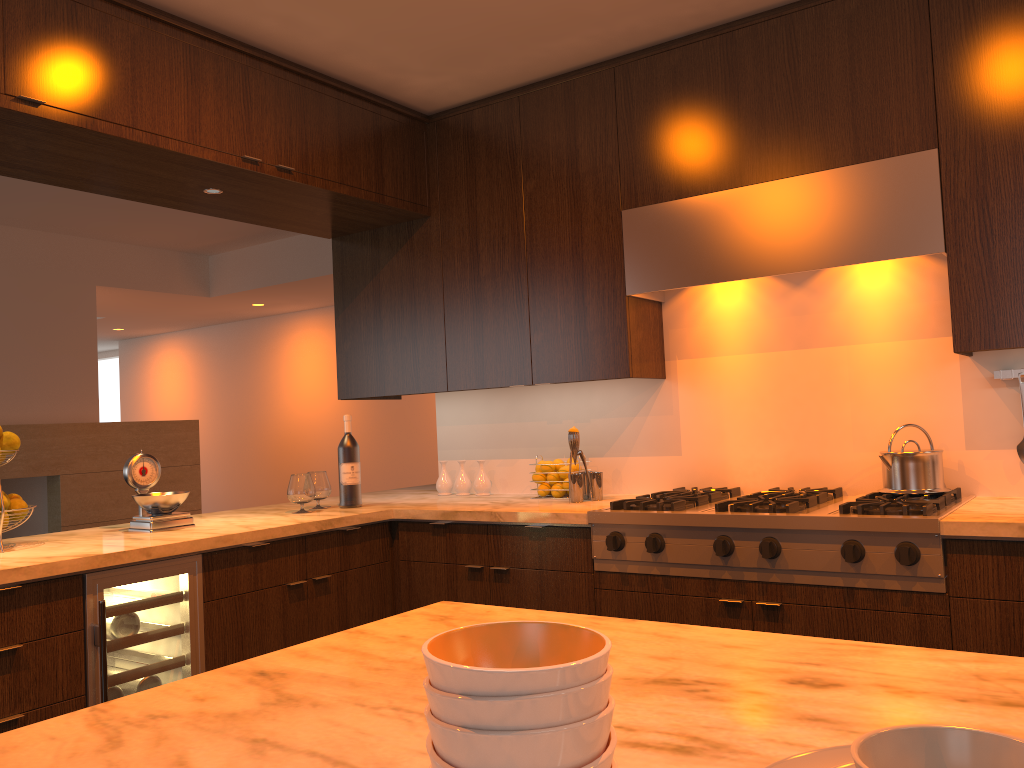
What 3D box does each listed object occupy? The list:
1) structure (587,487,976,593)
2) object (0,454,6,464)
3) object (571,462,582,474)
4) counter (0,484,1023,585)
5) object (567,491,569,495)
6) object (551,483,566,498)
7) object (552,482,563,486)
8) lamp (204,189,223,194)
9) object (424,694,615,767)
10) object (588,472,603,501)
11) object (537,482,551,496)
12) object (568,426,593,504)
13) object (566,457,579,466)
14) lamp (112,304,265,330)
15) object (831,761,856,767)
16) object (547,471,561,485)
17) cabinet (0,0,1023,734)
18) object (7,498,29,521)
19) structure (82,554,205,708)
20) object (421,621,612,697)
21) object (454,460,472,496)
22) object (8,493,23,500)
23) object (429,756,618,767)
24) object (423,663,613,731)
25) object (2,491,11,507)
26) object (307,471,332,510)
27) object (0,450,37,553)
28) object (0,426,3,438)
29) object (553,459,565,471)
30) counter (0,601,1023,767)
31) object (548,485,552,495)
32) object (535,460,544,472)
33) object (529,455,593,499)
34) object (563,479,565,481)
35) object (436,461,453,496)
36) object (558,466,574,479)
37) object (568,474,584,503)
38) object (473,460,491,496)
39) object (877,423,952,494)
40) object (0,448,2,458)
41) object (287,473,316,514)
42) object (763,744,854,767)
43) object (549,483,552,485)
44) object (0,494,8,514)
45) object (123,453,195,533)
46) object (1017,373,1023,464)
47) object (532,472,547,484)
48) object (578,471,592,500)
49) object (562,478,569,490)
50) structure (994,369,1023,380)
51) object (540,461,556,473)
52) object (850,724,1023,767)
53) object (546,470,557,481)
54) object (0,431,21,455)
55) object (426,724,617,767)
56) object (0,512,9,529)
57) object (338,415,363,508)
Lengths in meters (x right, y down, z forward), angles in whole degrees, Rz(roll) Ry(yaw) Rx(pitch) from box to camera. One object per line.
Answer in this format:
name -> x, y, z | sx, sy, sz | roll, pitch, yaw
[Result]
structure -> 0.908, 0.385, 2.956 | 1.067, 0.422, 0.824 | -5, -3, 35
object -> -1.619, 0.223, 2.767 | 0.071, 0.072, 0.071 | -2, -3, -24
object -> 0.258, 0.344, 3.611 | 0.051, 0.053, 0.063 | -2, -3, -9
counter -> 0.331, 0.438, 2.790 | 3.616, 0.038, 3.187 | -5, -3, 35
object -> 0.246, 0.429, 3.579 | 0.051, 0.053, 0.063 | -2, -3, -14
object -> 0.188, 0.430, 3.579 | 0.064, 0.063, 0.074 | -3, -3, -2
object -> 0.191, 0.426, 3.622 | 0.057, 0.060, 0.052 | -2, -3, -16
lamp -> -1.105, -0.714, 3.279 | 0.068, 0.004, 0.068 | -3, -3, 16
object -> 0.007, 0.262, 0.648 | 0.140, 0.062, 0.139 | -4, -3, 35
object -> 0.323, 0.394, 3.410 | 0.060, 0.106, 0.060 | -2, -3, -23
object -> 0.131, 0.428, 3.602 | 0.060, 0.057, 0.052 | -2, -3, -20
object -> 0.235, 0.306, 3.385 | 0.101, 0.288, 0.088 | -2, -3, -25
object -> 0.253, 0.333, 3.678 | 0.050, 0.060, 0.059 | -2, -3, -22
lamp -> -3.978, -0.965, 6.757 | 16.431, 0.171, 5.868 | -4, -3, 35
object -> 0.309, 0.308, 0.608 | 0.216, 0.025, 0.217 | -1, -3, -38
object -> 0.168, 0.380, 3.588 | 0.052, 0.053, 0.062 | -5, -3, 40
cabinet -> 0.417, -0.237, 1.301 | 5.521, 2.997, 7.728 | -5, -3, 35
object -> -1.562, 0.396, 2.790 | 0.073, 0.072, 0.071 | -2, -3, -11
structure -> 0.395, 0.901, 2.818 | 3.400, 0.862, 3.060 | -5, -3, 35
object -> 0.005, 0.219, 0.652 | 0.140, 0.062, 0.139 | -5, -4, 43
object -> -0.221, 0.420, 3.968 | 0.079, 0.154, 0.079 | -4, -3, 18
object -> -1.595, 0.379, 2.834 | 0.055, 0.057, 0.056 | -2, -3, -9
object -> 0.009, 0.309, 0.647 | 0.140, 0.059, 0.139 | -4, -3, 26
object -> 0.006, 0.241, 0.650 | 0.140, 0.064, 0.139 | -3, -3, 9
object -> -1.590, 0.361, 2.738 | 0.070, 0.072, 0.071 | -3, -3, -1
object -> -0.795, 0.434, 3.628 | 0.112, 0.151, 0.112 | -1, -3, -37
object -> -1.646, 0.279, 2.724 | 0.324, 0.461, 0.324 | -2, -3, -6
object -> -1.597, 0.148, 2.712 | 0.068, 0.072, 0.071 | -2, -3, -9
object -> 0.191, 0.333, 3.633 | 0.051, 0.053, 0.063 | -2, -3, -21
counter -> 0.620, 0.312, 0.280 | 2.711, 0.038, 1.280 | -5, -3, 35
object -> 0.145, 0.436, 3.658 | 0.061, 0.053, 0.053 | -4, -3, 20
object -> 0.123, 0.344, 3.642 | 0.052, 0.060, 0.057 | -1, -3, -34
object -> 0.202, 0.376, 3.635 | 0.207, 0.175, 0.189 | -4, -3, 33
object -> 0.233, 0.392, 3.612 | 0.051, 0.053, 0.062 | -2, -3, -14
object -> -0.308, 0.427, 4.032 | 0.079, 0.154, 0.079 | -4, -3, 18
object -> 0.217, 0.355, 3.570 | 0.061, 0.052, 0.053 | -2, -3, -9
object -> 0.245, 0.395, 3.368 | 0.060, 0.106, 0.060 | -2, -3, -23
object -> -0.132, 0.413, 3.903 | 0.079, 0.154, 0.079 | -4, -3, 18
object -> 1.289, 0.236, 2.861 | 0.221, 0.218, 0.221 | -4, -3, 20
object -> -1.595, 0.211, 2.694 | 0.078, 0.077, 0.077 | -1, -3, -38
object -> -0.825, 0.429, 3.477 | 0.112, 0.151, 0.112 | -1, -3, -37
object -> 0.310, 0.312, 0.608 | 0.310, 0.021, 0.309 | -5, -3, 35
object -> 0.171, 0.436, 3.712 | 0.053, 0.053, 0.061 | -4, -3, 23
object -> -1.547, 0.359, 2.644 | 0.077, 0.074, 0.078 | -1, -3, -40
object -> -1.243, 0.375, 3.112 | 0.231, 0.266, 0.191 | -5, -3, 38
object -> 1.605, 0.112, 2.769 | 0.061, 0.296, 0.020 | -4, -3, 33
object -> 0.112, 0.382, 3.615 | 0.063, 0.051, 0.053 | -5, -3, 37
object -> 0.290, 0.398, 3.478 | 0.060, 0.106, 0.060 | -2, -3, -23
object -> 0.229, 0.400, 3.543 | 0.061, 0.054, 0.052 | 0, -4, -45
structure -> 1.759, -0.046, 2.674 | 0.541, 0.031, 0.048 | -5, -3, 38
object -> 0.146, 0.337, 3.594 | 0.063, 0.051, 0.053 | -4, -3, 25
object -> 0.308, 0.287, 0.609 | 0.138, 0.059, 0.139 | -1, -3, -29
object -> 0.162, 0.379, 3.644 | 0.064, 0.053, 0.051 | -2, -3, -19
object -> -1.566, 0.184, 2.753 | 0.071, 0.074, 0.070 | -1, -3, -34
object -> 0.008, 0.284, 0.648 | 0.140, 0.068, 0.139 | -4, -3, 18
object -> -1.574, 0.414, 2.697 | 0.078, 0.075, 0.078 | -3, -3, 13
object -> -0.666, 0.314, 3.623 | 0.095, 0.378, 0.094 | -1, -3, -30
